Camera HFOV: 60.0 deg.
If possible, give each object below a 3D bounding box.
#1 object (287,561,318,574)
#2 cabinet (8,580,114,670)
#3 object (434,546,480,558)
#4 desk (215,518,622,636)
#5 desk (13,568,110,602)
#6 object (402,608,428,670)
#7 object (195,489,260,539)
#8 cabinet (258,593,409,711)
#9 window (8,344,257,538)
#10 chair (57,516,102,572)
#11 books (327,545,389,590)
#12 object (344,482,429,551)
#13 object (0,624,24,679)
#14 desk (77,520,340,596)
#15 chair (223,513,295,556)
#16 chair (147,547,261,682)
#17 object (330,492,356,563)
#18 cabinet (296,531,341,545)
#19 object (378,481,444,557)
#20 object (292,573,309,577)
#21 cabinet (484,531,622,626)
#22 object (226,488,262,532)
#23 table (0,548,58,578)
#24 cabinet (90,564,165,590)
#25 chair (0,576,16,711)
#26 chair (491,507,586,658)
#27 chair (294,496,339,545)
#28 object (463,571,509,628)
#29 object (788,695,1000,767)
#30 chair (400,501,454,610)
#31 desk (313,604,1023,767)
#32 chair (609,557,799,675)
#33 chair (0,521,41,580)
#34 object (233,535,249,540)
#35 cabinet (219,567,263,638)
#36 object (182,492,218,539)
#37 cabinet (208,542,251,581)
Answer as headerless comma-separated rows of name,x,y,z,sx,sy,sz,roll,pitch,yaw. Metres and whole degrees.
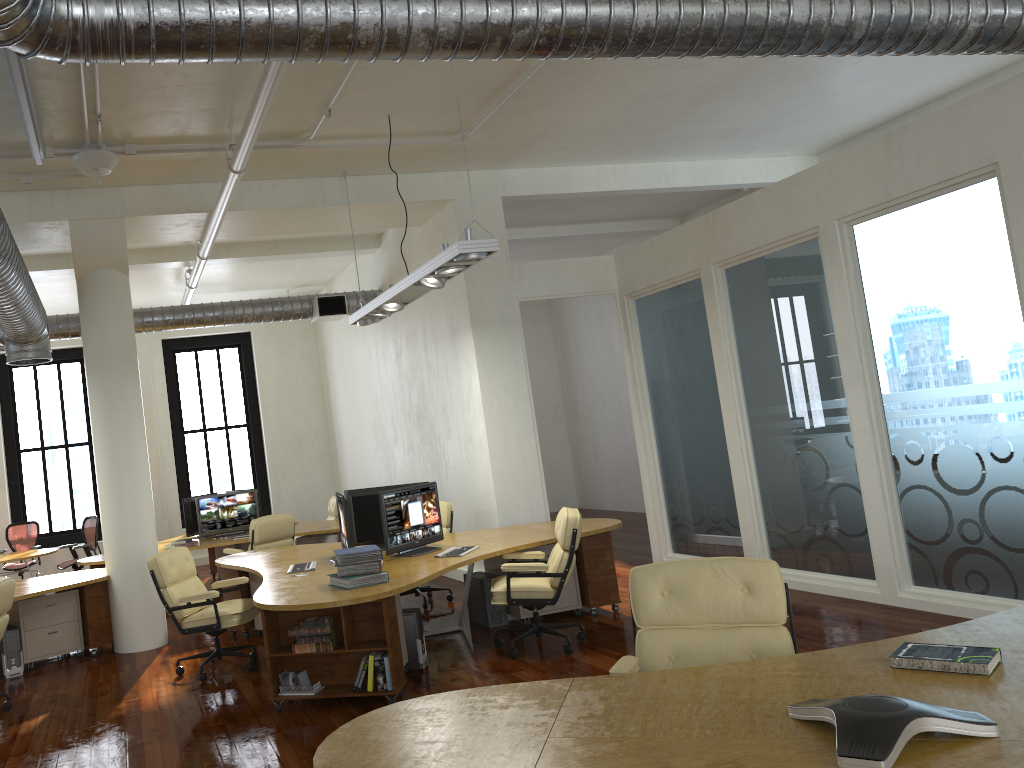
object,-1.726,1.507,7.308,0.226,0.016,0.481,-7,-3,-8
cabinet,-4.470,2.316,8.710,0.804,0.710,0.971,-4,-5,-42
object,-0.435,1.335,7.077,0.245,0.016,0.443,-8,-3,18
desk,-1.341,1.865,7.841,3.851,0.735,3.507,-10,-4,41
desk,-5.852,2.435,8.034,3.742,0.735,3.627,-8,-3,18
object,-0.906,1.921,6.661,0.503,0.412,0.171,-8,-4,14
object,-3.646,1.679,11.410,0.755,0.553,0.310,-6,-4,-22
cabinet,-1.164,1.779,6.192,0.925,0.710,0.851,-8,-3,10
window,4.663,-0.139,0.911,65.983,14.103,51.198,-5,-4,-36
chair,-8.249,2.632,10.160,1.040,1.160,7.161,-10,-4,37
books,-1.074,1.261,6.110,0.407,0.227,0.469,-7,-3,-9
object,-1.094,1.189,7.942,0.858,0.553,0.273,-8,-4,18
object,-4.681,2.467,8.207,0.163,0.412,0.526,-4,-5,-41
desk,-3.703,2.368,12.044,3.745,0.735,3.636,-6,-3,-14
chair,-2.943,2.050,10.379,0.857,1.023,0.647,-11,-5,40
chair,-2.496,1.842,7.301,0.815,1.023,0.685,-8,-4,10
object,-1.441,1.213,7.566,0.282,0.553,0.831,-7,-3,-14
cabinet,-2.145,2.147,11.132,0.942,0.710,0.834,-8,-3,15
object,-0.822,1.127,7.376,0.319,0.553,0.731,-10,-4,34
object,-1.642,1.476,6.869,0.102,0.015,0.145,-5,-3,-32
cabinet,0.304,1.682,7.890,0.841,0.710,0.934,-6,-4,-20
object,-3.616,1.703,11.983,0.263,0.553,0.888,-4,-5,-45
table,-7.173,2.825,12.569,1.528,0.746,1.436,-8,-3,6
cabinet,-4.513,2.424,10.774,0.803,0.710,0.972,-4,-5,-45
chair,-4.170,2.020,6.708,0.762,1.023,0.734,-7,-4,-10
chair,0.184,1.481,6.744,0.802,1.023,0.697,-8,-4,5
chair,-2.729,2.133,12.567,0.749,1.023,0.746,-7,-4,-15
object,-0.240,1.897,7.838,0.170,0.412,0.508,-6,-4,-23
object,0.958,0.890,2.396,0.483,0.093,0.462,-6,-3,-24
chair,-1.012,1.749,9.149,0.787,1.023,0.704,-11,-5,40
desk,1.838,1.195,2.322,3.165,0.735,4.267,-4,-4,-43
chair,0.794,1.243,3.487,0.768,1.023,0.725,-9,-4,20
chair,-7.463,2.703,13.544,0.705,1.160,0.781,-7,-4,-11
object,-3.192,1.869,10.919,0.467,0.016,0.233,-7,-3,-7
cabinet,-2.190,2.027,8.600,0.977,0.710,0.799,-10,-4,40
object,-4.143,1.763,11.867,0.311,0.553,0.753,-9,-4,17
cabinet,-4.042,2.480,13.074,0.850,0.710,0.925,-6,-3,-15
